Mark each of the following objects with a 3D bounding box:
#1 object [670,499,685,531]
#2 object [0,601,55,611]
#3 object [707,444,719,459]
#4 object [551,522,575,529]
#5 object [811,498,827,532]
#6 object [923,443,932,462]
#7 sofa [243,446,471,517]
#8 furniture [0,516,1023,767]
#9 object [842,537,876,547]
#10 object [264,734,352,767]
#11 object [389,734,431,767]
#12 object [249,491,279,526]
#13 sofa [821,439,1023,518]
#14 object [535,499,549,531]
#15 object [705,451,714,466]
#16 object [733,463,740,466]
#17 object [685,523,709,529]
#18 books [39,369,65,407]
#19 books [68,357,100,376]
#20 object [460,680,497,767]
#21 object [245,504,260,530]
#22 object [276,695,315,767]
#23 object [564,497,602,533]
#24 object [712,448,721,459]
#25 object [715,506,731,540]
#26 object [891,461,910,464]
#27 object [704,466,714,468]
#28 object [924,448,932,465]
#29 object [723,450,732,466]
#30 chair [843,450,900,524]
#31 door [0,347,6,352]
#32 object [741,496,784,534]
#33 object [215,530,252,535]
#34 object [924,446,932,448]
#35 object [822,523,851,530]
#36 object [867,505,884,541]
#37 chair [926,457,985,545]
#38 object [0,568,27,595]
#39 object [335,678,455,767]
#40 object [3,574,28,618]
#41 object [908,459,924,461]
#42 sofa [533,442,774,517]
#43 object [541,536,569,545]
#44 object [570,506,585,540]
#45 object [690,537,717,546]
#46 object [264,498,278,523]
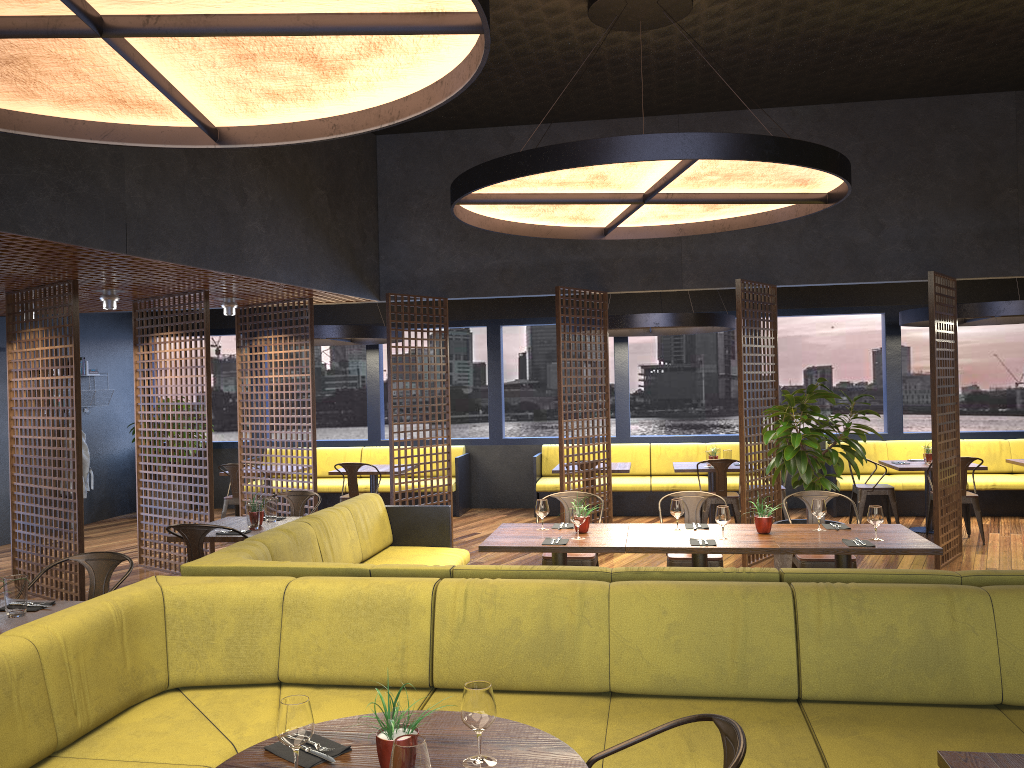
[{"bbox_3d":[1.105,0.874,5.928,0.097,0.206,0.097,-1,0,-35],"label":"object"},{"bbox_3d":[-2.267,1.041,4.174,0.255,0.019,0.157,-1,0,9],"label":"object"},{"bbox_3d":[2.368,0.813,10.390,0.238,0.271,0.260,-1,0,31],"label":"object"},{"bbox_3d":[0.358,0.986,6.162,0.157,0.019,0.255,-1,0,9],"label":"object"},{"bbox_3d":[2.002,0.854,5.785,0.097,0.206,0.097,-1,0,-35],"label":"object"},{"bbox_3d":[4.695,0.759,10.016,0.238,0.271,0.260,-1,0,31],"label":"object"},{"bbox_3d":[-2.177,1.361,12.435,3.061,0.914,0.966,-1,0,9],"label":"sofa"},{"bbox_3d":[0.217,1.300,3.047,4.895,0.914,7.462,-1,0,4],"label":"furniture"},{"bbox_3d":[2.071,0.946,5.316,0.157,0.019,0.255,-1,0,9],"label":"object"},{"bbox_3d":[-0.549,1.004,2.441,0.255,0.019,0.157,-1,0,41],"label":"object"},{"bbox_3d":[-0.228,0.902,1.990,0.097,0.206,0.097,-1,0,34],"label":"object"},{"bbox_3d":[-1.877,0.908,6.517,0.260,0.271,0.238,-1,0,11],"label":"object"},{"bbox_3d":[5.586,1.182,11.199,3.061,0.914,0.966,-1,0,9],"label":"sofa"},{"bbox_3d":[0.208,0.895,6.070,0.097,0.206,0.097,-1,0,-35],"label":"object"},{"bbox_3d":[2.284,0.861,10.227,0.102,0.178,0.102,-1,0,-5],"label":"object"},{"bbox_3d":[2.667,0.932,10.316,0.157,0.019,0.255,-1,0,9],"label":"object"},{"bbox_3d":[1.256,0.965,6.019,0.157,0.019,0.255,-1,0,9],"label":"object"},{"bbox_3d":[-5.831,0.057,11.219,0.223,0.489,0.286,-1,0,0],"label":"books"},{"bbox_3d":[-5.739,-0.232,11.885,0.177,0.245,0.450,-1,0,9],"label":"books"},{"bbox_3d":[-0.088,0.899,2.348,0.097,0.206,0.097,-1,0,-42],"label":"object"},{"bbox_3d":[-1.859,0.954,6.365,0.102,0.178,0.102,-1,0,15],"label":"object"},{"bbox_3d":[-0.553,0.910,2.267,0.097,0.206,0.097,-1,0,-39],"label":"object"},{"bbox_3d":[0.452,0.854,5.907,0.238,0.271,0.260,-1,0,31],"label":"object"},{"bbox_3d":[2.432,0.858,10.554,0.102,0.178,0.102,-1,0,-5],"label":"object"},{"bbox_3d":[1.321,0.869,5.550,0.097,0.206,0.097,-1,0,-35],"label":"object"},{"bbox_3d":[4.415,0.892,10.087,0.157,0.019,0.255,-1,0,9],"label":"object"},{"bbox_3d":[2.311,0.940,10.062,0.255,0.019,0.157,-1,0,9],"label":"object"},{"bbox_3d":[4.633,0.807,9.852,0.102,0.178,0.102,-1,0,-5],"label":"object"},{"bbox_3d":[2.500,0.856,10.290,0.102,0.178,0.102,-1,0,-5],"label":"object"},{"bbox_3d":[4.097,1.212,10.155,0.541,0.917,0.504,-1,0,9],"label":"chair"},{"bbox_3d":[-6.197,0.707,9.348,0.052,2.386,2.441,-1,0,9],"label":"door"},{"bbox_3d":[1.611,0.827,5.722,0.238,0.271,0.260,-1,0,31],"label":"object"},{"bbox_3d":[-1.974,1.036,6.224,0.255,0.019,0.157,-1,0,9],"label":"object"},{"bbox_3d":[4.782,0.804,10.179,0.102,0.178,0.102,-1,0,-5],"label":"object"},{"bbox_3d":[2.153,0.944,5.876,0.157,0.019,0.255,-1,0,9],"label":"object"},{"bbox_3d":[2.218,0.849,5.408,0.097,0.206,0.097,-1,0,-35],"label":"object"},{"bbox_3d":[4.651,1.199,9.310,0.504,0.917,0.541,-1,0,9],"label":"chair"},{"bbox_3d":[-2.297,0.916,3.874,0.260,0.271,0.238,-1,0,11],"label":"object"},{"bbox_3d":[-0.307,0.869,2.279,0.238,0.271,0.260,-1,0,31],"label":"object"},{"bbox_3d":[-2.243,0.961,4.010,0.102,0.178,0.102,-1,0,-5],"label":"object"},{"bbox_3d":[4.758,0.884,10.343,0.255,0.019,0.157,-1,0,9],"label":"object"},{"bbox_3d":[1.845,1.269,11.795,3.061,0.914,0.966,-1,0,9],"label":"sofa"},{"bbox_3d":[0.277,0.987,5.602,0.157,0.019,0.255,-1,0,9],"label":"object"},{"bbox_3d":[0.423,0.890,5.693,0.097,0.206,0.097,-1,0,-35],"label":"object"},{"bbox_3d":[1.174,0.966,5.459,0.157,0.019,0.255,-1,0,9],"label":"object"},{"bbox_3d":[-1.817,0.953,6.684,0.102,0.178,0.102,-1,0,25],"label":"object"}]
